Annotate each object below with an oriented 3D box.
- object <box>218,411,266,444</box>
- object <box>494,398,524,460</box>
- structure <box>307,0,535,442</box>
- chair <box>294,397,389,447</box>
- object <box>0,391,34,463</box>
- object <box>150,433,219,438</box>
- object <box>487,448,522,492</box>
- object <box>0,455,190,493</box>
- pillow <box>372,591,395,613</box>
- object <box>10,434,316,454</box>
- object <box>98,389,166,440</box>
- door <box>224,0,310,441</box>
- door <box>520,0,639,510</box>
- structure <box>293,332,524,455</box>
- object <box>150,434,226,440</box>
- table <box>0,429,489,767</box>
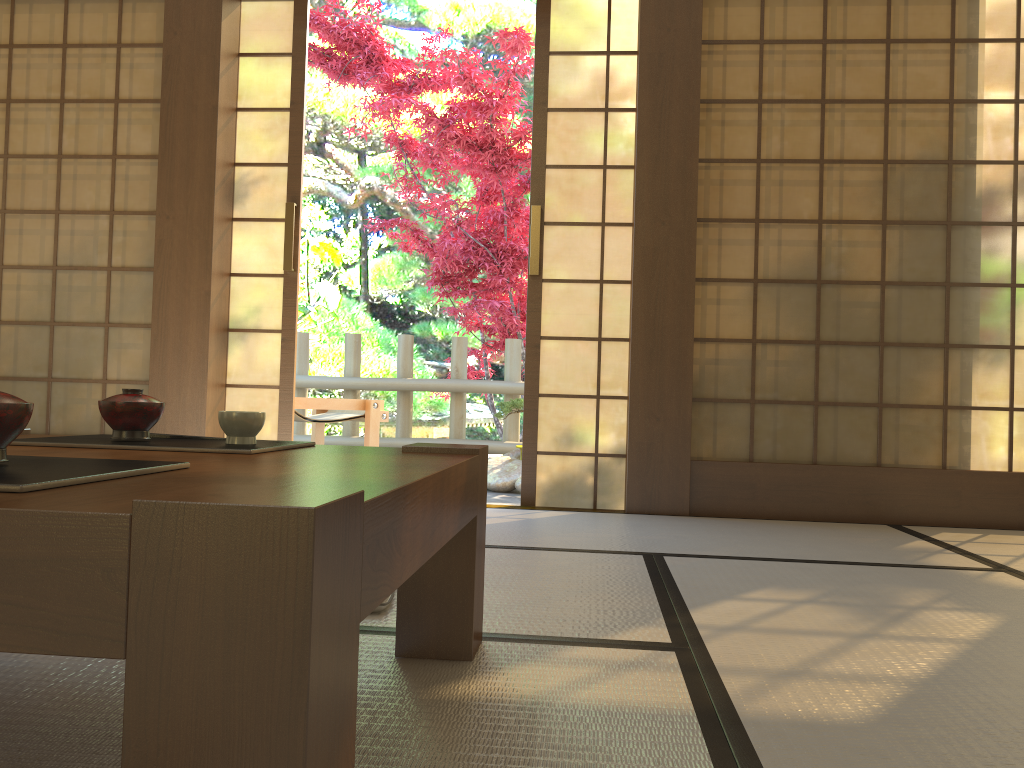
[{"bbox_3d":[-0.438,0.071,1.438,0.073,0.052,0.074,3,-2,-42],"label":"object"},{"bbox_3d":[0.433,0.004,5.787,1.032,1.362,0.586,1,-2,31],"label":"object"},{"bbox_3d":[-0.232,-1.161,7.350,3.412,4.004,3.045,1,-2,38],"label":"structure"},{"bbox_3d":[-1.153,0.305,4.821,0.704,0.598,0.698,3,-2,-38],"label":"chair"},{"bbox_3d":[-0.536,0.037,0.887,0.100,0.080,0.100,2,-1,5],"label":"object"},{"bbox_3d":[-0.590,0.091,1.563,0.200,0.008,0.008,2,-1,6],"label":"object"},{"bbox_3d":[0.359,0.554,5.767,1.260,0.276,1.147,2,-1,1],"label":"object"},{"bbox_3d":[-0.578,0.082,0.878,0.400,0.007,0.300,2,-1,5],"label":"object"},{"bbox_3d":[-0.494,0.419,1.987,0.496,0.107,0.486,2,-1,-1],"label":"pillow"},{"bbox_3d":[-0.561,0.096,1.446,0.400,0.007,0.300,2,-1,5],"label":"object"},{"bbox_3d":[-0.610,0.048,1.423,0.100,0.080,0.100,2,-1,5],"label":"object"},{"bbox_3d":[-1.896,-0.636,4.035,1.894,2.380,0.073,2,-1,5],"label":"door"},{"bbox_3d":[1.013,-0.550,3.768,1.894,2.380,0.073,2,-1,5],"label":"door"},{"bbox_3d":[0.439,0.230,6.418,7.456,1.136,0.245,2,-1,5],"label":"structure"},{"bbox_3d":[-0.593,0.090,1.545,0.200,0.008,0.008,2,-1,1],"label":"object"},{"bbox_3d":[-0.591,0.257,1.138,1.000,0.350,1.000,2,-1,5],"label":"table"}]
